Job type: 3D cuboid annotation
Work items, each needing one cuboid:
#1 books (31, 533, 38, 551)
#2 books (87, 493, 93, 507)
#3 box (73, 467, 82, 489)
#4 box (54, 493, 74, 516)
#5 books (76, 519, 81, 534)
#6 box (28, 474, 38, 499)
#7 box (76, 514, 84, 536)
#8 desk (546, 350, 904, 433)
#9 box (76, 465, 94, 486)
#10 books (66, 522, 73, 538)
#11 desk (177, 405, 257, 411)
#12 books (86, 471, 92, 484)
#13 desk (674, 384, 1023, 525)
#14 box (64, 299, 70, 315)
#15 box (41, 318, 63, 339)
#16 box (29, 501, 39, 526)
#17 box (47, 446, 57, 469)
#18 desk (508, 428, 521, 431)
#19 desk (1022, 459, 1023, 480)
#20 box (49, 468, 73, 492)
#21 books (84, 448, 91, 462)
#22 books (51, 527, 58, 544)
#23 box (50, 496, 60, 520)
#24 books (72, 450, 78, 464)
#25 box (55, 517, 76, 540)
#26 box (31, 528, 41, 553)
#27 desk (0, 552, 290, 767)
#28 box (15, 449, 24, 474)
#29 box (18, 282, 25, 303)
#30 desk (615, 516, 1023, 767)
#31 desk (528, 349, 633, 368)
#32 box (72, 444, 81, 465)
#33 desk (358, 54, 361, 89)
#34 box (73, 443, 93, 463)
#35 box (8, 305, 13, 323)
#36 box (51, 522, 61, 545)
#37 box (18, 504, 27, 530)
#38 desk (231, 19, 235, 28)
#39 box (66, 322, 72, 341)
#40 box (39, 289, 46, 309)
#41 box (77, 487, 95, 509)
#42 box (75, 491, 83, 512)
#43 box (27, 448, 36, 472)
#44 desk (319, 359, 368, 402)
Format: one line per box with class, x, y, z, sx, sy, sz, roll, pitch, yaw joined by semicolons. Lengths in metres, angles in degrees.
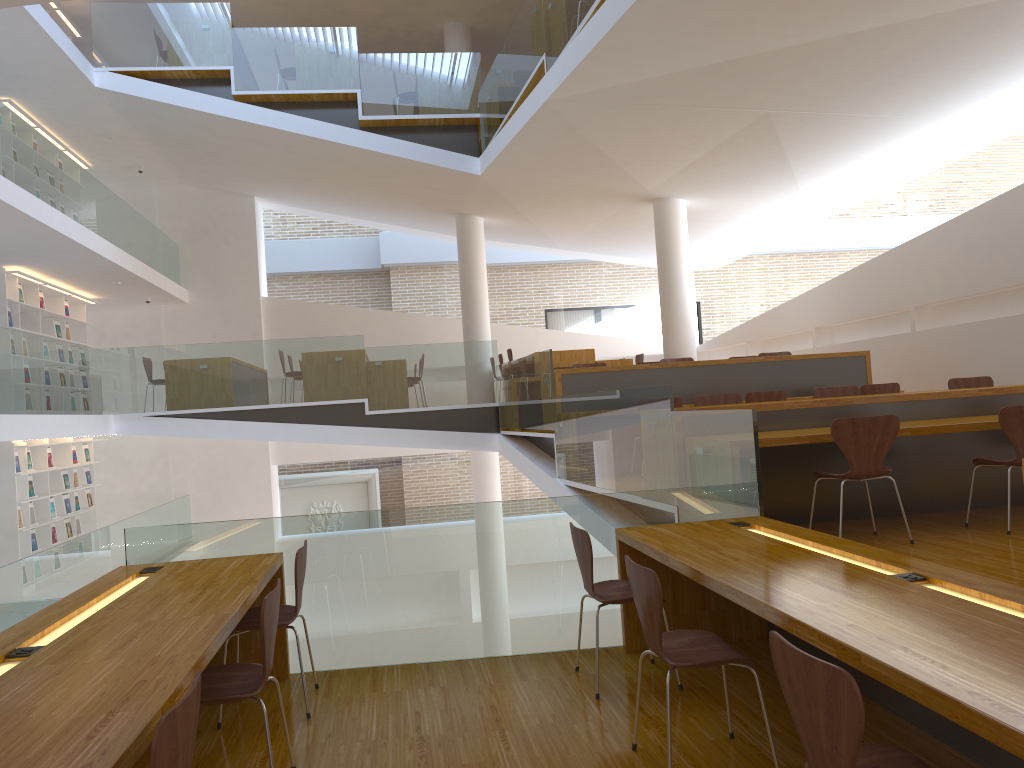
books;-5.887;1.947;10.918;0.037;0.210;0.145;-4;-2;-8
books;-6.192;1.711;13.017;0.037;0.210;0.145;-4;-2;-8
box;-6.250;1.324;12.486;0.274;0.296;0.245;-4;-2;-8
box;-6.180;1.639;12.119;0.274;0.296;0.245;-4;-2;-8
books;-6.096;2.010;12.459;0.037;0.210;0.145;-4;-2;-8
box;-6.038;1.264;10.926;0.274;0.296;0.245;-4;-2;-8
box;-6.208;1.981;12.478;0.274;0.296;0.245;-4;-2;-8
desk;2.017;0.277;8.724;3.216;1.022;1.248;-4;-2;-8
box;-6.321;1.343;13.006;0.274;0.296;0.245;-4;-2;-8
books;-6.052;1.998;12.130;0.037;0.210;0.145;-4;-2;-8
desk;-3.930;0.056;12.100;0.760;0.606;3.194;-4;-2;-8
books;-6.213;1.386;13.023;0.037;0.210;0.145;-4;-2;-8
desk;2.663;0.452;5.807;3.243;0.785;1.527;-4;-2;-8
box;-6.408;-1.058;12.550;0.274;0.296;0.245;-4;-2;-8
box;-6.337;-0.743;12.183;0.274;0.296;0.245;-4;-2;-8
box;-6.013;1.595;10.894;0.274;0.296;0.245;-4;-2;-8
box;-6.145;0.963;11.582;0.274;0.296;0.245;-4;-2;-8
desk;1.643;0.148;10.728;3.356;0.606;0.760;-4;-2;-8
desk;3.159;0.412;2.468;3.185;0.606;0.760;-4;-2;-8
box;-6.201;1.312;12.127;0.274;0.296;0.245;-4;-2;-8
books;-6.239;1.051;13.031;0.037;0.210;0.145;-4;-2;-8
books;-5.979;1.975;11.573;0.037;0.210;0.145;-4;-2;-8
box;-6.107;1.620;11.586;0.274;0.296;0.245;-4;-2;-8
books;-6.166;1.037;12.499;0.037;0.210;0.145;-4;-2;-8
box;-6.160;1.968;12.123;0.274;0.296;0.245;-4;-2;-8
box;-5.996;1.925;10.924;0.274;0.296;0.245;-4;-2;-8
desk;-1.513;1.263;2.686;1.285;0.918;3.236;-4;-2;-8
box;-6.006;0.929;10.541;0.274;0.296;0.245;-4;-2;-8
box;-6.192;-1.115;10.966;0.274;0.296;0.245;-4;-2;-8
desk;1.121;0.937;2.864;0.760;0.606;3.185;-4;-2;-8
desk;0.725;-0.005;12.800;1.247;0.762;3.194;-4;-2;-8
box;-6.272;0.998;12.495;0.274;0.296;0.245;-4;-2;-8
desk;-2.467;-3.809;12.401;0.760;0.606;3.196;-4;-2;-8
box;-6.343;1.016;13.015;0.274;0.296;0.245;-4;-2;-8
box;-6.119;-0.802;10.580;0.274;0.296;0.245;-4;-2;-8
box;-6.083;1.948;11.563;0.274;0.296;0.245;-4;-2;-8
box;-5.962;1.582;10.522;0.274;0.296;0.245;-4;-2;-8
desk;-3.952;-4.022;12.207;0.760;0.606;3.196;-4;-2;-8
box;-6.386;-0.731;12.541;0.274;0.296;0.245;-4;-2;-8
box;-6.281;-1.093;11.638;0.274;0.296;0.245;-4;-2;-8
box;-6.301;1.671;13.010;0.274;0.296;0.245;-4;-2;-8
box;-6.227;1.652;12.467;0.274;0.296;0.245;-4;-2;-8
box;-6.056;0.940;10.910;0.274;0.296;0.245;-4;-2;-8
desk;-2.112;0.018;12.347;1.248;0.757;3.196;-4;-2;-8
